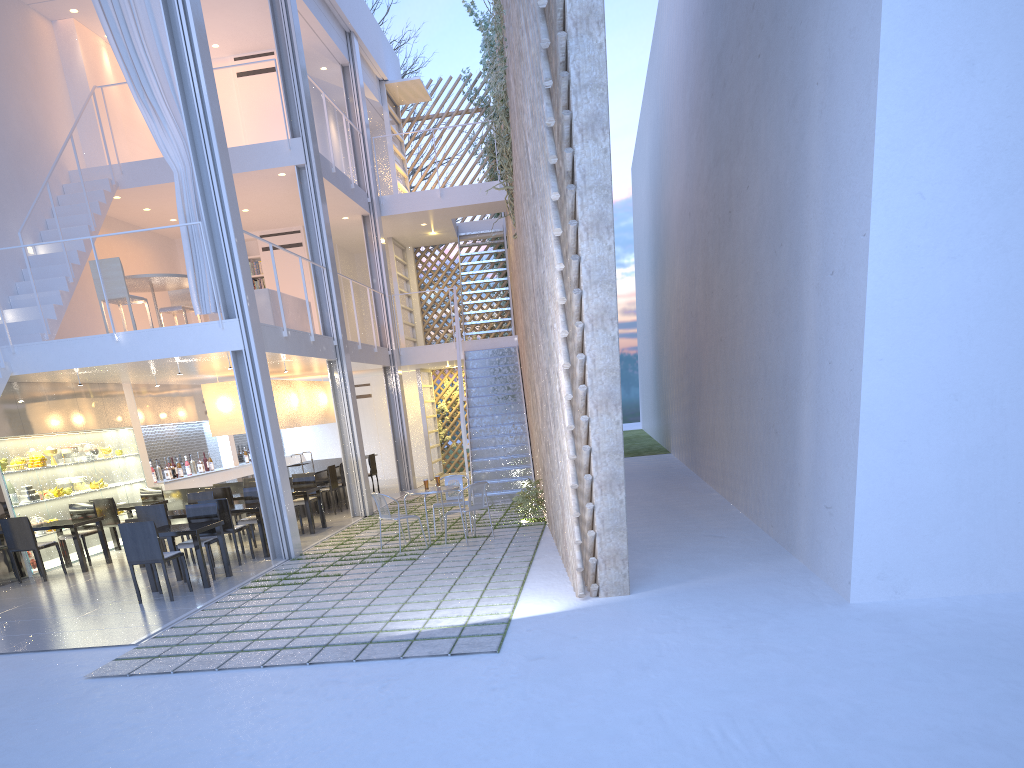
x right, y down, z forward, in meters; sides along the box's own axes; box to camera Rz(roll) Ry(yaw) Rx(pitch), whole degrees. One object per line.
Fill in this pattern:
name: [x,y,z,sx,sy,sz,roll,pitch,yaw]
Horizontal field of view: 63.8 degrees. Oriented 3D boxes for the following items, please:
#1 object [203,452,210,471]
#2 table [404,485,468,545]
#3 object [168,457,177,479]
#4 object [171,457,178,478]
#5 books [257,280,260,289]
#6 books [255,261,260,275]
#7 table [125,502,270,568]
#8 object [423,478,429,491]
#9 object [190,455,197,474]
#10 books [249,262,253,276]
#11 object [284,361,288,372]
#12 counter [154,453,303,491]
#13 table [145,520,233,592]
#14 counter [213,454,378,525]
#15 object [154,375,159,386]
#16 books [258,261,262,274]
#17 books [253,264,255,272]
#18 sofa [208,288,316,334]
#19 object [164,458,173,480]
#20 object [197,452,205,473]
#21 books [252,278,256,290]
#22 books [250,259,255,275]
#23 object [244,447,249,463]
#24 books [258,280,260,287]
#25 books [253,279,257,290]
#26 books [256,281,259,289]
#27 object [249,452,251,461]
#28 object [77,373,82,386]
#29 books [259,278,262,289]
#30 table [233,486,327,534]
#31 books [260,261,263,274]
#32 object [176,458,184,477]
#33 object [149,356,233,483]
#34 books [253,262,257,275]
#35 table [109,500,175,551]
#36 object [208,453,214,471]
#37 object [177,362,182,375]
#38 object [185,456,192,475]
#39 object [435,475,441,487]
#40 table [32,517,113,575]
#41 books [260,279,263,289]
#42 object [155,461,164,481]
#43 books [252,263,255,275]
object: [-3.055,0.777,8.212,0.044,0.209,0.041,-6,18,-2]
table: [-0.497,0.846,5.335,0.336,0.361,0.334,-11,11,-31]
object: [-3.212,0.710,6.555,0.106,0.308,1.934,-3,0,8]
object: [-3.237,0.713,6.601,0.067,0.308,2.002,-3,0,6]
books: [-2.517,-0.969,8.242,0.008,0.145,0.087,-3,13,6]
books: [-2.938,-0.330,6.898,0.045,1.754,3.342,1,5,18]
table: [-2.031,1.006,5.508,0.919,0.358,0.324,-6,10,7]
object: [-0.540,0.635,5.182,0.030,0.083,0.030,-18,20,-37]
object: [-3.079,0.779,7.938,0.043,0.202,0.043,-18,21,-35]
books: [-2.967,-0.343,6.890,0.029,1.726,3.337,0,5,16]
object: [-1.673,-0.129,6.064,0.029,0.085,0.026,0,17,17]
counter: [-2.942,1.107,8.922,0.233,0.462,3.395,-4,0,6]
table: [-1.838,0.972,4.651,0.361,0.359,0.324,-4,10,6]
counter: [-2.020,1.024,8.220,0.818,0.400,2.351,-5,0,6]
object: [-2.677,-0.025,6.187,0.029,0.085,0.026,0,17,17]
books: [-2.933,-0.316,6.893,0.037,1.792,3.366,1,5,18]
books: [-2.968,-0.311,6.911,0.024,1.798,3.312,1,5,17]
sofa: [-1.983,-0.489,6.614,0.502,0.395,0.918,-5,2,6]
object: [-3.217,0.710,6.512,0.047,0.309,1.863,-3,0,6]
object: [-3.052,0.770,8.052,0.046,0.219,0.042,-3,18,7]
books: [-2.577,-0.972,8.252,0.011,0.165,0.074,-3,15,6]
books: [-2.979,-0.322,6.904,0.030,1.823,3.334,1,5,17]
object: [-2.951,0.789,9.124,0.041,0.196,0.038,-12,19,-22]
books: [-2.510,-0.967,8.242,0.005,0.139,0.087,-3,13,6]
books: [-2.563,-0.968,8.254,0.015,0.154,0.071,-3,15,6]
books: [-2.530,-0.961,8.251,0.018,0.131,0.077,-3,13,6]
object: [-2.926,0.781,9.218,0.044,0.209,0.041,-6,18,-2]
object: [-2.770,-0.031,5.263,0.029,0.085,0.026,0,17,17]
books: [-2.503,-0.976,8.241,0.009,0.157,0.081,-3,14,6]
table: [-1.943,1.012,6.376,0.919,0.358,0.324,-6,10,7]
books: [-2.913,-0.328,6.887,0.038,1.763,3.365,1,5,18]
object: [-3.222,0.709,6.528,0.058,0.313,2.267,-3,0,7]
object: [-2.499,0.350,6.186,1.678,0.883,1.718,-5,3,4]
books: [-2.956,-0.323,6.885,0.037,1.765,3.372,1,5,17]
table: [-2.932,1.114,6.497,0.361,0.359,0.324,-4,10,6]
object: [-3.032,0.783,8.277,0.041,0.196,0.038,-12,19,-22]
object: [-2.099,-0.101,5.180,0.029,0.085,0.026,0,17,17]
object: [-3.084,0.776,7.820,0.044,0.201,0.038,-3,18,7]
object: [-0.482,0.632,5.356,0.030,0.083,0.030,-18,20,-37]
table: [-3.019,1.109,5.628,0.361,0.359,0.324,-4,10,6]
books: [-2.486,-0.975,8.240,0.010,0.152,0.081,-3,14,6]
object: [-3.250,0.712,6.453,0.046,0.309,1.747,-3,0,7]
books: [-2.559,-1.139,8.200,0.006,0.130,0.074,-3,14,6]
